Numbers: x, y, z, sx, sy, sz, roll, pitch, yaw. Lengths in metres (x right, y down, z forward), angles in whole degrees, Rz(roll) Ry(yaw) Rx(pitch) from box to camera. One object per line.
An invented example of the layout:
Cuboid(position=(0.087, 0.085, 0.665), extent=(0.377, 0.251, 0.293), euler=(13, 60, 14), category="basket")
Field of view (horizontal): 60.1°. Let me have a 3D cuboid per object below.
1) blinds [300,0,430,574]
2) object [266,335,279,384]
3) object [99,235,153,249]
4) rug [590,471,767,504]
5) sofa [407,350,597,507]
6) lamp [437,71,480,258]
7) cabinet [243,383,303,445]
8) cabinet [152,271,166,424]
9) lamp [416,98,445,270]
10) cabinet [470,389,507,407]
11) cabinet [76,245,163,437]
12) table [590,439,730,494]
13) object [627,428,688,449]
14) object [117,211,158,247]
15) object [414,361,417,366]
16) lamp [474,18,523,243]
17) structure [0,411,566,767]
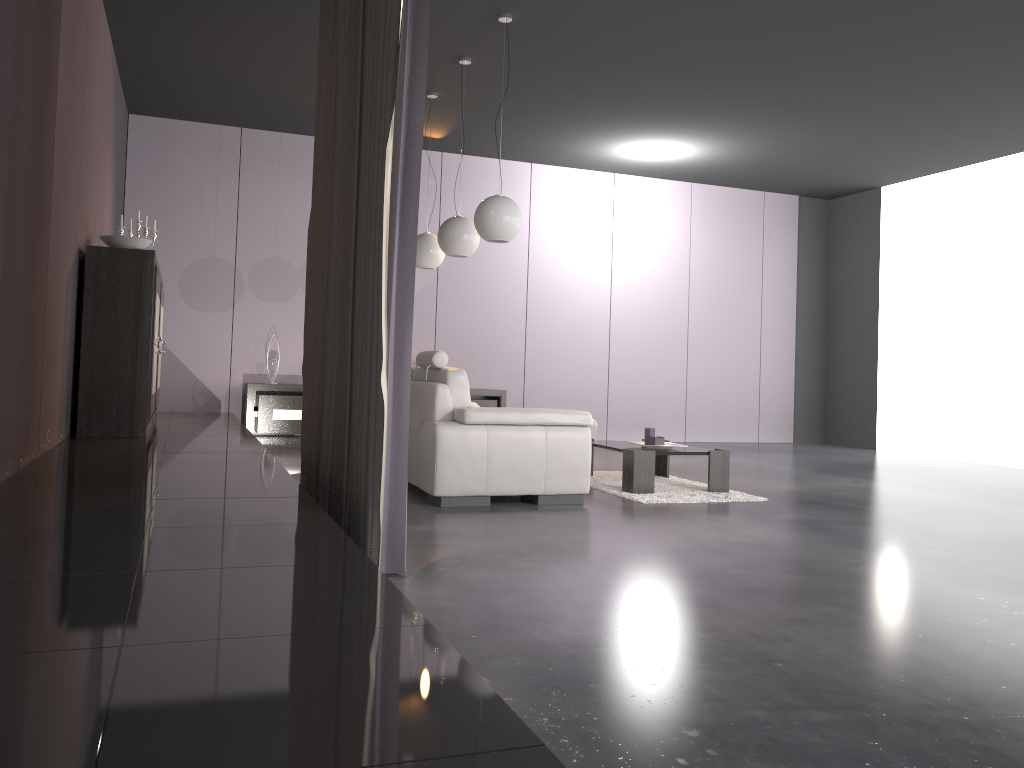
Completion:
Cuboid(position=(-0.519, -0.822, 3.432), extent=(0.248, 3.001, 3.287), euler=(3, -1, -20), category="blinds")
Cuboid(position=(-2.249, -0.234, 8.337), extent=(0.123, 0.466, 0.108), euler=(3, -2, -19), category="object")
Cuboid(position=(-2.418, -0.848, 5.544), extent=(0.309, 0.117, 0.308), euler=(2, 0, 13), category="object")
Cuboid(position=(0.917, 0.686, 6.021), extent=(0.916, 0.023, 1.526), euler=(2, 1, -20), category="rug")
Cuboid(position=(-0.040, 0.226, 6.412), extent=(1.867, 0.860, 2.861), euler=(2, 1, -20), category="sofa")
Cuboid(position=(-0.364, -1.625, 6.399), extent=(0.306, 1.417, 0.307), euler=(3, -2, -17), category="lamp")
Cuboid(position=(-1.980, 0.284, 8.427), extent=(1.071, 0.556, 0.377), euler=(2, -1, -20), category="cabinet")
Cuboid(position=(-2.812, -0.280, 6.627), extent=(0.411, 1.076, 1.072), euler=(3, -1, -20), category="cabinet")
Cuboid(position=(-0.678, -1.648, 7.232), extent=(0.306, 1.417, 0.307), euler=(3, -2, -17), category="lamp")
Cuboid(position=(-0.625, 0.323, 8.929), extent=(1.071, 0.556, 0.377), euler=(2, -1, -20), category="cabinet")
Cuboid(position=(-2.407, -0.251, 5.535), extent=(0.411, 1.076, 1.072), euler=(3, -1, -20), category="cabinet")
Cuboid(position=(0.925, 0.548, 6.042), extent=(0.700, 0.271, 0.905), euler=(2, 1, -20), category="table")
Cuboid(position=(0.974, 0.357, 5.941), extent=(0.304, 0.137, 0.304), euler=(2, 0, -16), category="object")
Cuboid(position=(-2.712, -1.035, 6.414), extent=(0.229, 0.446, 0.229), euler=(2, -1, -3), category="object")
Cuboid(position=(-0.917, -0.111, 8.859), extent=(0.140, 0.284, 0.140), euler=(2, -2, -20), category="object")
Cuboid(position=(-0.067, -1.604, 5.597), extent=(0.306, 1.417, 0.306), euler=(1, -2, 37), category="lamp")
Cuboid(position=(-1.419, 0.499, 3.545), extent=(0.999, 0.301, 8.771), euler=(2, 1, -20), category="structure")
